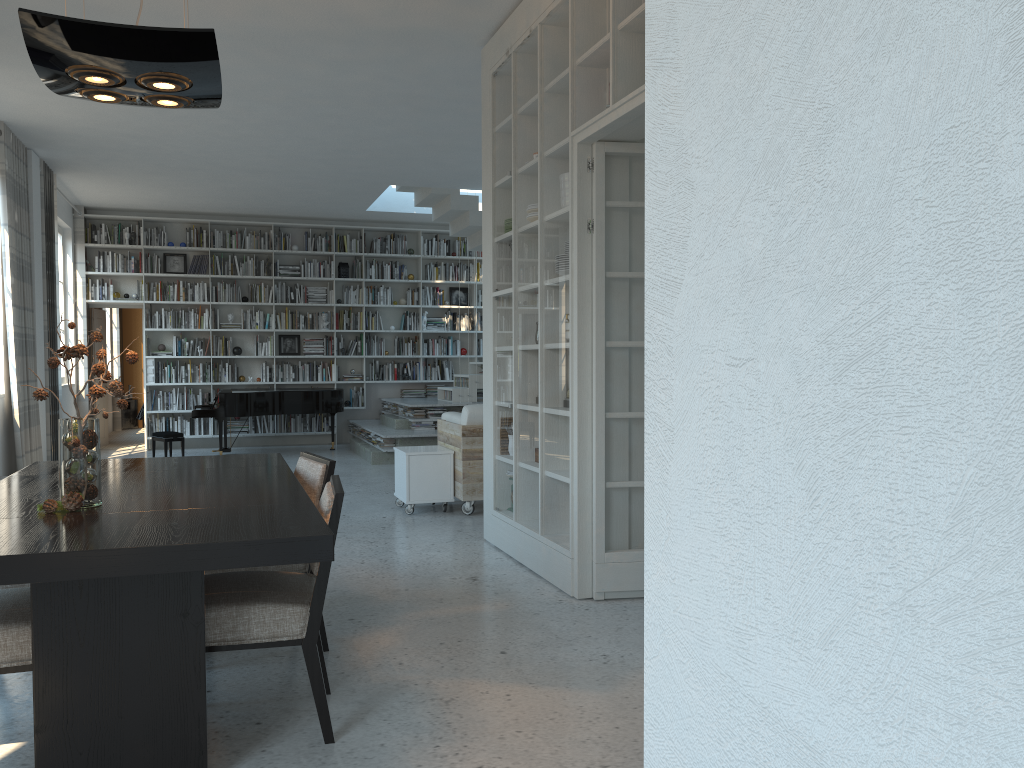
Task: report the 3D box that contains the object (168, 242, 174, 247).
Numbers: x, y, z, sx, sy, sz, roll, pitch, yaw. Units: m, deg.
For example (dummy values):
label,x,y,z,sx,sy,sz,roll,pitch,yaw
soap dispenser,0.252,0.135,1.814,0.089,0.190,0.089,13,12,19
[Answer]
label,x,y,z,sx,sy,sz,roll,pitch,yaw
object,-4.646,-1.892,12.073,0.082,0.083,0.082,-2,2,-40

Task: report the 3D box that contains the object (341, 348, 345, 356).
label,x,y,z,sx,sy,sz,roll,pitch,yaw
object,-2.424,-0.462,12.719,0.054,0.113,0.079,-1,2,-19

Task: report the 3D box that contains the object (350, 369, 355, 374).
label,x,y,z,sx,sy,sz,roll,pitch,yaw
object,-2.304,-0.179,12.831,0.071,0.072,0.071,1,2,31

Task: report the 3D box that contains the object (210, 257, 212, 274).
label,x,y,z,sx,sy,sz,roll,pitch,yaw
object,-4.169,-1.618,12.278,0.012,0.254,0.161,-1,2,-18

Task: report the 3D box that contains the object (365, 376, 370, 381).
label,x,y,z,sx,sy,sz,roll,pitch,yaw
object,-2.115,-0.083,12.980,0.071,0.072,0.071,1,2,31

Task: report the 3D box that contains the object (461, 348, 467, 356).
label,x,y,z,sx,sy,sz,roll,pitch,yaw
object,-0.737,-0.486,13.410,0.115,0.116,0.115,-2,2,-40

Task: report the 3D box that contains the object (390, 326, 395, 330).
label,x,y,z,sx,sy,sz,roll,pitch,yaw
object,-1.760,-0.820,13.038,0.071,0.072,0.071,1,2,31

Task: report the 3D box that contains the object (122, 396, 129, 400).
label,x,y,z,sx,sy,sz,roll,pitch,yaw
object,-6.899,0.253,15.811,0.118,0.061,0.118,-1,2,-11

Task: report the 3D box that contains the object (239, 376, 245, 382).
label,x,y,z,sx,sy,sz,roll,pitch,yaw
object,-3.790,-0.073,12.444,0.091,0.092,0.091,-2,2,-40

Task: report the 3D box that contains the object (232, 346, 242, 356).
label,x,y,z,sx,sy,sz,roll,pitch,yaw
object,-3.841,-0.459,12.402,0.133,0.135,0.134,1,2,31

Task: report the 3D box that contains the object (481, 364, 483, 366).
label,x,y,z,sx,sy,sz,roll,pitch,yaw
object,-0.337,-0.272,12.528,0.161,0.025,0.174,-1,2,-14

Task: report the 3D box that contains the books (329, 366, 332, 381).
label,x,y,z,sx,sy,sz,roll,pitch,yaw
books,-2.624,-0.149,12.819,0.011,0.216,0.166,-1,2,-18

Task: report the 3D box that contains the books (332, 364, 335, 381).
label,x,y,z,sx,sy,sz,roll,pitch,yaw
books,-2.591,-0.164,12.823,0.033,0.246,0.176,-1,2,-18

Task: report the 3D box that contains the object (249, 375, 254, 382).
label,x,y,z,sx,sy,sz,roll,pitch,yaw
object,-3.655,-0.073,12.419,0.060,0.095,0.078,0,2,-1

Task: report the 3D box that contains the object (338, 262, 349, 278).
label,x,y,z,sx,sy,sz,roll,pitch,yaw
object,-2.426,-1.634,12.768,0.135,0.248,0.135,-1,2,-28

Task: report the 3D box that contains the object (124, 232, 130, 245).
label,x,y,z,sx,sy,sz,roll,pitch,yaw
object,-5.122,-1.929,11.798,0.067,0.198,0.067,1,2,24

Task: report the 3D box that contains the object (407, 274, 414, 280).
label,x,y,z,sx,sy,sz,roll,pitch,yaw
object,-1.490,-1.571,13.062,0.100,0.102,0.100,-2,2,-40

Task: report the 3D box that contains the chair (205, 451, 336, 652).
label,x,y,z,sx,sy,sz,roll,pitch,yaw
chair,-1.072,0.704,3.693,0.570,0.783,0.480,-1,2,-28

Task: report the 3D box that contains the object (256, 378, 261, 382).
label,x,y,z,sx,sy,sz,roll,pitch,yaw
object,-3.563,-0.060,12.474,0.061,0.062,0.061,1,2,31

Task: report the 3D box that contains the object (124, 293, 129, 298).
label,x,y,z,sx,sy,sz,roll,pitch,yaw
object,-5.189,-1.183,11.939,0.071,0.072,0.071,-2,2,-40

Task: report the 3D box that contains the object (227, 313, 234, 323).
label,x,y,z,sx,sy,sz,roll,pitch,yaw
object,-3.928,-0.922,12.379,0.095,0.157,0.121,0,2,-4

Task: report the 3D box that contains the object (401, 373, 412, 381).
label,x,y,z,sx,sy,sz,roll,pitch,yaw
object,-1.549,-0.105,13.009,0.160,0.114,0.064,-1,2,-31

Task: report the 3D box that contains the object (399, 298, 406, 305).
label,x,y,z,sx,sy,sz,roll,pitch,yaw
object,-1.621,-1.211,13.117,0.111,0.113,0.111,-2,2,-40

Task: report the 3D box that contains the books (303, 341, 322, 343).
label,x,y,z,sx,sy,sz,roll,pitch,yaw
books,-2.855,-0.603,12.739,0.254,0.012,0.161,-1,2,-22

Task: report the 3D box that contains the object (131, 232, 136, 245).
label,x,y,z,sx,sy,sz,roll,pitch,yaw
object,-5.045,-1.929,11.823,0.067,0.198,0.067,1,2,24

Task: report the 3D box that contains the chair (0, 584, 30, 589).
label,x,y,z,sx,sy,sz,roll,pitch,yaw
chair,-1.842,0.714,3.440,0.570,0.783,0.480,-1,2,-13

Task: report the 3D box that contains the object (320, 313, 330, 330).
label,x,y,z,sx,sy,sz,roll,pitch,yaw
object,-2.666,-0.891,12.649,0.138,0.244,0.137,1,3,37

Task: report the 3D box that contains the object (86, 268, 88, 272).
label,x,y,z,sx,sy,sz,roll,pitch,yaw
object,-5.662,-1.620,11.771,0.035,0.296,0.176,-1,2,-18

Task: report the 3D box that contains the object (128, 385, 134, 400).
label,x,y,z,sx,sy,sz,roll,pitch,yaw
object,-6.857,0.146,15.925,0.091,0.268,0.091,1,2,28

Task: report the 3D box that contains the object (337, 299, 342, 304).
label,x,y,z,sx,sy,sz,roll,pitch,yaw
object,-2.482,-1.183,12.736,0.071,0.072,0.071,1,2,31

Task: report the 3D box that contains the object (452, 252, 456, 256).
label,x,y,z,sx,sy,sz,roll,pitch,yaw
object,-0.867,-1.931,13.246,0.071,0.072,0.071,1,2,31

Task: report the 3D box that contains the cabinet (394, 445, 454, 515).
label,x,y,z,sx,sy,sz,roll,pitch,yaw
cabinet,-0.707,0.759,7.055,0.380,0.487,0.502,-1,2,-18

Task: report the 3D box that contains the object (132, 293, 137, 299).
label,x,y,z,sx,sy,sz,roll,pitch,yaw
object,-5.082,-1.184,11.952,0.071,0.072,0.071,-2,2,-40

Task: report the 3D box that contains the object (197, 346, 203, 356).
label,x,y,z,sx,sy,sz,roll,pitch,yaw
object,-4.263,-0.452,12.118,0.081,0.140,0.044,-2,3,-34

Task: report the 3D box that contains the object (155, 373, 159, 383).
label,x,y,z,sx,sy,sz,roll,pitch,yaw
object,-4.797,-0.082,11.977,0.045,0.146,0.045,1,2,20

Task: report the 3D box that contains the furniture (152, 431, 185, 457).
label,x,y,z,sx,sy,sz,roll,pitch,yaw
furniture,-4.133,0.746,10.659,0.240,0.353,0.467,-2,3,-43

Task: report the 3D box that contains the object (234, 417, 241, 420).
label,x,y,z,sx,sy,sz,roll,pitch,yaw
object,-3.845,0.463,12.417,0.086,0.087,0.086,-2,2,-40

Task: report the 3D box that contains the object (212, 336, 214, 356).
label,x,y,z,sx,sy,sz,roll,pitch,yaw
object,-4.157,-0.524,12.335,0.012,0.270,0.130,-1,2,-18

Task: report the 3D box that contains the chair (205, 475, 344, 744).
label,x,y,z,sx,sy,sz,roll,pitch,yaw
chair,-0.842,0.724,2.897,0.570,0.783,0.480,-1,2,-13

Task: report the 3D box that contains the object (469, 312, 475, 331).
label,x,y,z,sx,sy,sz,roll,pitch,yaw
object,-0.597,-0.937,13.317,0.087,0.288,0.075,0,2,17

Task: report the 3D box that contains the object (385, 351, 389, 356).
label,x,y,z,sx,sy,sz,roll,pitch,yaw
object,-1.851,-0.452,13.058,0.071,0.072,0.071,1,2,31

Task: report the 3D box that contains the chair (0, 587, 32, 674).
label,x,y,z,sx,sy,sz,roll,pitch,yaw
chair,-1.581,0.733,2.657,0.570,0.783,0.480,-1,2,-18

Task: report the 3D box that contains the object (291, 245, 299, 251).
label,x,y,z,sx,sy,sz,roll,pitch,yaw
object,-3.080,-1.922,12.575,0.105,0.106,0.104,-2,2,-40

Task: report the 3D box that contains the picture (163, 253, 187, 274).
label,x,y,z,sx,sy,sz,roll,pitch,yaw
picture,-4.625,-1.644,12.176,0.300,0.300,0.077,-1,2,-18

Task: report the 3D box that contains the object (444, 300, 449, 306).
label,x,y,z,sx,sy,sz,roll,pitch,yaw
object,-0.987,-1.208,13.297,0.091,0.092,0.091,1,2,31

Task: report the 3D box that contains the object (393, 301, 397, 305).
label,x,y,z,sx,sy,sz,roll,pitch,yaw
object,-1.723,-1.187,13.060,0.068,0.068,0.068,-2,2,-40

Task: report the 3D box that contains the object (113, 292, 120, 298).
label,x,y,z,sx,sy,sz,roll,pitch,yaw
object,-5.284,-1.189,11.856,0.086,0.088,0.087,1,2,31

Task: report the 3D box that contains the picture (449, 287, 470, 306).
label,x,y,z,sx,sy,sz,roll,pitch,yaw
picture,-0.797,-1.317,13.447,0.300,0.300,0.077,-1,2,-18

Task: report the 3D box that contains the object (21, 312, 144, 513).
label,x,y,z,sx,sy,sz,roll,pitch,yaw
object,-1.279,0.089,2.677,0.541,0.601,0.317,1,3,43

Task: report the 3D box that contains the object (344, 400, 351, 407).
label,x,y,z,sx,sy,sz,roll,pitch,yaw
object,-2.376,0.284,12.810,0.093,0.095,0.093,1,2,31

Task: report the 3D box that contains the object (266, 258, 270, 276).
label,x,y,z,sx,sy,sz,roll,pitch,yaw
object,-3.403,-1.623,12.377,0.075,0.255,0.075,-2,3,-39

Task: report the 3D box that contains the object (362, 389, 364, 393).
label,x,y,z,sx,sy,sz,roll,pitch,yaw
object,-2.160,0.198,12.913,0.011,0.260,0.142,-1,2,-18

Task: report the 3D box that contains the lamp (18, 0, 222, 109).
label,x,y,z,sx,sy,sz,roll,pitch,yaw
lamp,-1.190,-1.524,2.760,0.530,1.222,0.796,-1,2,-18

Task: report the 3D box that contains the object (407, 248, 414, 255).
label,x,y,z,sx,sy,sz,roll,pitch,yaw
object,-1.489,-1.940,13.042,0.104,0.105,0.104,1,2,31

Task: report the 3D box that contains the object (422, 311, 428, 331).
label,x,y,z,sx,sy,sz,roll,pitch,yaw
object,-1.287,-0.928,13.071,0.087,0.288,0.075,0,2,17

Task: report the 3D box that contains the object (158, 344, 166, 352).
label,x,y,z,sx,sy,sz,roll,pitch,yaw
object,-4.777,-0.492,12.094,0.105,0.106,0.105,-2,2,-40

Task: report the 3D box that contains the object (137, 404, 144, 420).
label,x,y,z,sx,sy,sz,roll,pitch,yaw
object,-5.660,0.338,15.332,1.481,0.541,1.450,-1,2,-19

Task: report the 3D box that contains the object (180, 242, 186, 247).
label,x,y,z,sx,sy,sz,roll,pitch,yaw
object,-4.497,-1.894,12.122,0.082,0.083,0.082,-2,2,-40

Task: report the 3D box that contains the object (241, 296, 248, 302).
label,x,y,z,sx,sy,sz,roll,pitch,yaw
object,-3.733,-1.177,12.392,0.097,0.098,0.097,1,2,31

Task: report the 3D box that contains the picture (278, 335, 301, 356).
label,x,y,z,sx,sy,sz,roll,pitch,yaw
picture,-3.185,-0.555,12.690,0.300,0.300,0.077,-1,2,-18
